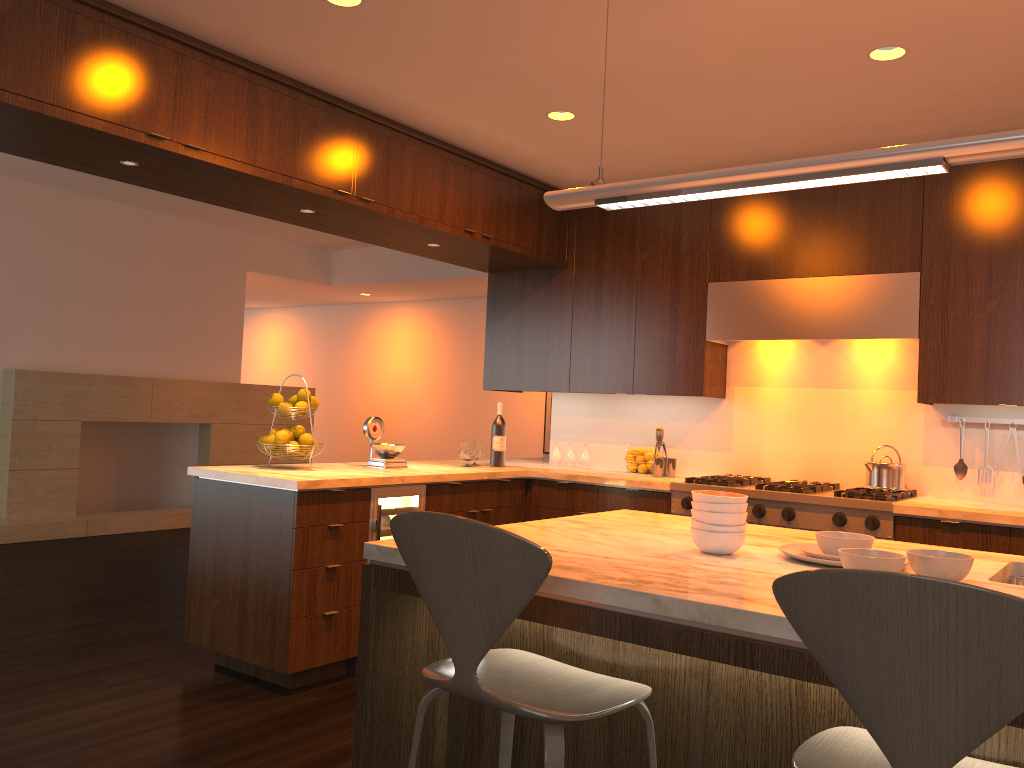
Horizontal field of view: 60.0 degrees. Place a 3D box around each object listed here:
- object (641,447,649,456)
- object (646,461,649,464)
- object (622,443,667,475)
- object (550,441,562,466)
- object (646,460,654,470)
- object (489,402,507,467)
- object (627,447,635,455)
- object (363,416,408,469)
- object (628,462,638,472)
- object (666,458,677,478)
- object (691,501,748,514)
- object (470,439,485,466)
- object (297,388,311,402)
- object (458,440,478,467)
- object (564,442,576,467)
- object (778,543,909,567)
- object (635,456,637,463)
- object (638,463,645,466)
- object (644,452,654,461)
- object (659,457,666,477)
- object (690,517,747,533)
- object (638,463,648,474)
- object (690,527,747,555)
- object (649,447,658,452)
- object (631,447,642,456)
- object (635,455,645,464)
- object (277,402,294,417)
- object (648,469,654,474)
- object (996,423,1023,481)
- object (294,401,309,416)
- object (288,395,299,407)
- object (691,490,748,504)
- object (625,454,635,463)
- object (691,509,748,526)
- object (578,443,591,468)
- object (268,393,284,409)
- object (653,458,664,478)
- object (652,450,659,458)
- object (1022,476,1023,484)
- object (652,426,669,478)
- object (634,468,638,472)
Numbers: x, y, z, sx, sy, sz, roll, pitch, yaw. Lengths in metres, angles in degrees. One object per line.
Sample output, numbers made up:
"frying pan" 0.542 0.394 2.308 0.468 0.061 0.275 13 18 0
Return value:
"object" 0.773 0.395 5.200 0.051 0.053 0.063 3 -2 -19
"object" 0.809 0.458 5.179 0.051 0.053 0.062 3 -2 -13
"object" 0.781 0.439 5.203 0.207 0.175 0.189 1 -2 34
"object" 0.279 0.438 5.612 0.079 0.154 0.079 2 -2 19
"object" 0.802 0.466 5.110 0.061 0.054 0.052 4 -2 -44
"object" -0.078 0.297 5.211 0.095 0.378 0.094 4 -2 -28
"object" 0.706 0.399 5.211 0.052 0.060 0.057 4 -2 -32
"object" -0.671 0.310 4.716 0.231 0.266 0.191 1 -2 39
"object" 0.705 0.485 5.172 0.060 0.057 0.052 3 -2 -19
"object" 0.893 0.471 4.975 0.060 0.106 0.060 3 -2 -21
"object" 0.518 0.325 2.222 0.140 0.064 0.139 2 -2 11
"object" -0.218 0.404 5.221 0.112 0.151 0.112 4 -2 -35
"object" -1.014 0.057 4.322 0.068 0.072 0.071 3 -2 -7
"object" -0.250 0.398 5.071 0.112 0.151 0.112 4 -2 -35
"object" 0.364 0.440 5.547 0.079 0.154 0.079 2 -2 19
"object" 0.813 0.425 2.173 0.310 0.021 0.309 1 -2 36
"object" 0.741 0.439 5.212 0.064 0.053 0.051 3 -2 -18
"object" 0.765 0.488 5.191 0.057 0.060 0.052 3 -2 -15
"object" 0.796 0.421 5.136 0.061 0.052 0.053 3 -2 -7
"object" 0.862 0.471 5.044 0.060 0.106 0.060 3 -2 -21
"object" 0.517 0.369 2.220 0.140 0.068 0.139 2 -2 19
"object" 0.760 0.492 5.147 0.064 0.063 0.074 3 -2 0
"object" 0.515 0.393 2.220 0.140 0.059 0.139 2 -2 28
"object" 0.836 0.401 5.244 0.050 0.060 0.059 3 -2 -21
"object" 0.727 0.395 5.162 0.063 0.051 0.053 2 -2 27
"object" 0.745 0.441 5.156 0.052 0.053 0.062 1 -2 41
"object" -1.099 0.125 4.303 0.078 0.072 0.077 3 -2 2
"object" 0.818 0.496 5.146 0.051 0.053 0.063 3 -2 -13
"object" 2.345 0.318 4.177 0.114 0.271 0.008 1 -2 36
"object" -1.018 0.120 4.304 0.078 0.077 0.077 4 -2 -37
"object" -1.068 0.084 4.352 0.061 0.063 0.062 4 -2 -29
"object" 0.519 0.304 2.223 0.140 0.062 0.139 1 -2 45
"object" 0.690 0.437 5.184 0.063 0.051 0.053 1 -2 38
"object" 0.518 0.347 2.220 0.140 0.062 0.139 1 -2 36
"object" 0.452 0.442 5.480 0.079 0.154 0.079 2 -2 19
"object" -1.153 0.084 4.333 0.075 0.079 0.077 4 -2 -44
"object" 0.815 0.466 4.935 0.060 0.106 0.060 3 -2 -21
"object" 0.839 0.412 5.176 0.051 0.053 0.063 3 -2 -8
"object" 2.443 0.329 4.125 0.112 0.303 0.036 1 -2 36
"object" 0.813 0.375 4.951 0.101 0.288 0.088 3 -2 -24
"object" 0.719 0.493 5.228 0.061 0.053 0.053 2 -2 22
